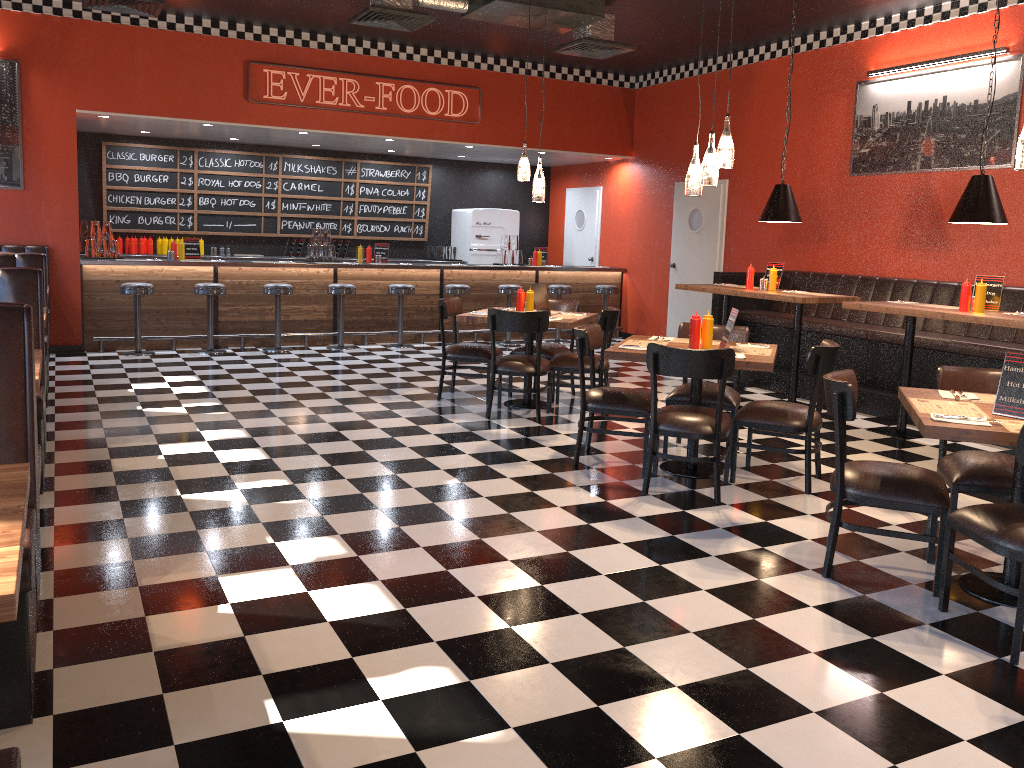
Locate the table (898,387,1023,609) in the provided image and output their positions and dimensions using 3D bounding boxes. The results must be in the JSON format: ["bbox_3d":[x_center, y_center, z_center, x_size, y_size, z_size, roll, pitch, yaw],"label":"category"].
[{"bbox_3d":[2.157,0.506,3.717,0.961,0.769,0.961,5,9,17],"label":"table"}]

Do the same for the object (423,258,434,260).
[{"bbox_3d":[-1.132,-1.922,13.644,0.437,0.018,0.274,-3,11,-27],"label":"object"}]

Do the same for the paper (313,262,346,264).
[{"bbox_3d":[-2.238,-1.489,10.918,0.365,0.001,0.262,-3,11,-26],"label":"paper"}]

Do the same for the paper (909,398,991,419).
[{"bbox_3d":[1.841,0.100,3.744,0.261,0.001,0.367,5,10,17],"label":"paper"}]

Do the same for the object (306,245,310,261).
[{"bbox_3d":[-2.546,-1.649,11.172,0.105,0.208,0.106,4,8,18],"label":"object"}]

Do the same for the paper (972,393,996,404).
[{"bbox_3d":[2.246,0.076,3.969,0.366,0.001,0.262,5,10,19],"label":"paper"}]

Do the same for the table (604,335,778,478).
[{"bbox_3d":[1.134,0.154,5.579,0.961,0.769,0.961,5,9,17],"label":"table"}]

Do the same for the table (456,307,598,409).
[{"bbox_3d":[0.140,-0.203,7.480,0.957,0.769,0.965,5,9,17],"label":"table"}]

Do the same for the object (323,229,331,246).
[{"bbox_3d":[-2.321,-1.843,11.121,0.105,0.208,0.106,4,8,18],"label":"object"}]

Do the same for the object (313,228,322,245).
[{"bbox_3d":[-2.431,-1.839,11.078,0.105,0.208,0.106,4,8,18],"label":"object"}]

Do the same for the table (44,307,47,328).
[{"bbox_3d":[-4.036,-0.076,5.878,1.693,0.769,0.962,-3,10,-27],"label":"table"}]

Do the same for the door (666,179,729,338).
[{"bbox_3d":[2.323,-1.485,11.296,0.161,2.167,1.032,-2,8,-27],"label":"door"}]

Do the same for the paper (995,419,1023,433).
[{"bbox_3d":[2.061,0.173,3.359,0.365,0.001,0.262,5,10,16],"label":"paper"}]

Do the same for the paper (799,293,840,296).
[{"bbox_3d":[2.708,-0.790,7.814,0.261,0.001,0.367,-2,11,-24],"label":"paper"}]

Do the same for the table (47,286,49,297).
[{"bbox_3d":[-5.113,-0.470,7.973,1.693,0.769,0.962,-3,10,-27],"label":"table"}]

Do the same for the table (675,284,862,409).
[{"bbox_3d":[2.300,-0.378,8.279,0.696,0.994,1.701,-2,10,-27],"label":"table"}]

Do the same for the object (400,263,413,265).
[{"bbox_3d":[-1.354,-1.540,11.348,0.157,0.019,0.256,0,10,-11],"label":"object"}]

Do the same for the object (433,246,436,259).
[{"bbox_3d":[-1.155,-2.002,13.546,0.105,0.208,0.106,4,8,18],"label":"object"}]

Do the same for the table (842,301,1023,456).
[{"bbox_3d":[3.263,-0.027,6.408,0.696,0.994,1.701,-2,10,-27],"label":"table"}]

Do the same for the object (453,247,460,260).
[{"bbox_3d":[-0.838,-1.959,13.353,0.105,0.208,0.106,4,8,18],"label":"object"}]

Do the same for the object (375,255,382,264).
[{"bbox_3d":[-1.716,-1.615,11.375,0.094,0.135,0.047,5,8,23],"label":"object"}]

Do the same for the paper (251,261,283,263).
[{"bbox_3d":[-2.915,-1.456,10.587,0.365,0.001,0.262,-3,11,-26],"label":"paper"}]

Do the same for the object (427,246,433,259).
[{"bbox_3d":[-1.260,-2.017,13.610,0.105,0.208,0.106,4,8,18],"label":"object"}]

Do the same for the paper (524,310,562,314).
[{"bbox_3d":[0.239,-0.634,7.733,0.366,0.001,0.262,6,10,20],"label":"paper"}]

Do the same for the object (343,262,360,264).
[{"bbox_3d":[-2.010,-1.510,11.041,0.157,0.019,0.256,-4,11,-31],"label":"object"}]

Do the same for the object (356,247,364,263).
[{"bbox_3d":[-1.924,-1.631,11.207,0.105,0.208,0.106,4,8,18],"label":"object"}]

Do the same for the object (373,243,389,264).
[{"bbox_3d":[-1.691,-1.693,11.471,0.188,0.255,0.073,3,7,8],"label":"object"}]

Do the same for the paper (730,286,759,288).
[{"bbox_3d":[2.279,-0.949,8.664,0.261,0.001,0.367,-2,11,-24],"label":"paper"}]

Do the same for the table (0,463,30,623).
[{"bbox_3d":[-1.869,0.715,1.666,1.693,0.769,0.962,-3,10,-27],"label":"table"}]

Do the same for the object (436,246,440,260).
[{"bbox_3d":[-1.099,-1.966,13.345,0.105,0.208,0.106,4,8,18],"label":"object"}]

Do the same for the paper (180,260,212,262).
[{"bbox_3d":[-3.624,-1.415,10.200,0.365,0.001,0.262,-3,11,-26],"label":"paper"}]

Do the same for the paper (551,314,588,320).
[{"bbox_3d":[0.468,-0.555,7.318,0.261,0.001,0.367,5,10,17],"label":"paper"}]

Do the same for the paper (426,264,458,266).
[{"bbox_3d":[-0.922,-1.555,11.577,0.366,0.001,0.262,-4,11,-31],"label":"paper"}]

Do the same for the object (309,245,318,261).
[{"bbox_3d":[-2.484,-1.631,11.080,0.105,0.208,0.106,4,8,18],"label":"object"}]

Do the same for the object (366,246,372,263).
[{"bbox_3d":[-1.837,-1.673,11.384,0.068,0.236,0.068,0,8,-14],"label":"object"}]

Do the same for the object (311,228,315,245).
[{"bbox_3d":[-2.477,-1.854,11.156,0.105,0.208,0.106,4,8,18],"label":"object"}]

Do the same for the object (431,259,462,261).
[{"bbox_3d":[-0.987,-1.872,13.379,0.437,0.018,0.274,-3,11,-27],"label":"object"}]

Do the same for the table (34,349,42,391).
[{"bbox_3d":[-2.946,0.322,3.760,1.693,0.769,0.962,-3,10,-27],"label":"table"}]

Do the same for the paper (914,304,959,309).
[{"bbox_3d":[3.270,-0.590,6.753,0.261,0.001,0.367,-2,11,-24],"label":"paper"}]

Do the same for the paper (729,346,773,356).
[{"bbox_3d":[1.463,-0.204,5.457,0.261,0.001,0.367,5,10,18],"label":"paper"}]

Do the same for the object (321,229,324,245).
[{"bbox_3d":[-2.377,-1.861,11.217,0.105,0.208,0.106,4,8,18],"label":"object"}]

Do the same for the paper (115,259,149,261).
[{"bbox_3d":[-4.220,-1.381,9.881,0.365,0.001,0.262,-3,11,-26],"label":"paper"}]

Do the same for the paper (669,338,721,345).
[{"bbox_3d":[1.235,-0.280,5.856,0.365,0.001,0.262,5,10,16],"label":"paper"}]

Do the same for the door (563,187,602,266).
[{"bbox_3d":[1.048,-1.951,13.774,0.161,2.167,1.032,-2,8,-27],"label":"door"}]

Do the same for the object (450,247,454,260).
[{"bbox_3d":[-0.896,-1.977,13.452,0.105,0.208,0.106,4,8,18],"label":"object"}]

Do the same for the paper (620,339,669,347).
[{"bbox_3d":[0.847,-0.255,5.632,0.261,0.001,0.367,5,10,15],"label":"paper"}]

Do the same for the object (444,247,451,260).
[{"bbox_3d":[-0.975,-1.961,13.342,0.105,0.208,0.106,4,8,18],"label":"object"}]

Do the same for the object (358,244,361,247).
[{"bbox_3d":[-1.946,-1.674,11.365,0.068,0.236,0.068,0,8,-14],"label":"object"}]

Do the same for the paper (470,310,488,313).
[{"bbox_3d":[-0.170,-0.611,7.516,0.261,0.001,0.367,5,10,18],"label":"paper"}]

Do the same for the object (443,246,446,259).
[{"bbox_3d":[-1.030,-2.035,13.765,0.105,0.208,0.106,4,8,18],"label":"object"}]

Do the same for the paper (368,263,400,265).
[{"bbox_3d":[-1.621,-1.520,11.226,0.365,0.001,0.262,-3,11,-26],"label":"paper"}]
